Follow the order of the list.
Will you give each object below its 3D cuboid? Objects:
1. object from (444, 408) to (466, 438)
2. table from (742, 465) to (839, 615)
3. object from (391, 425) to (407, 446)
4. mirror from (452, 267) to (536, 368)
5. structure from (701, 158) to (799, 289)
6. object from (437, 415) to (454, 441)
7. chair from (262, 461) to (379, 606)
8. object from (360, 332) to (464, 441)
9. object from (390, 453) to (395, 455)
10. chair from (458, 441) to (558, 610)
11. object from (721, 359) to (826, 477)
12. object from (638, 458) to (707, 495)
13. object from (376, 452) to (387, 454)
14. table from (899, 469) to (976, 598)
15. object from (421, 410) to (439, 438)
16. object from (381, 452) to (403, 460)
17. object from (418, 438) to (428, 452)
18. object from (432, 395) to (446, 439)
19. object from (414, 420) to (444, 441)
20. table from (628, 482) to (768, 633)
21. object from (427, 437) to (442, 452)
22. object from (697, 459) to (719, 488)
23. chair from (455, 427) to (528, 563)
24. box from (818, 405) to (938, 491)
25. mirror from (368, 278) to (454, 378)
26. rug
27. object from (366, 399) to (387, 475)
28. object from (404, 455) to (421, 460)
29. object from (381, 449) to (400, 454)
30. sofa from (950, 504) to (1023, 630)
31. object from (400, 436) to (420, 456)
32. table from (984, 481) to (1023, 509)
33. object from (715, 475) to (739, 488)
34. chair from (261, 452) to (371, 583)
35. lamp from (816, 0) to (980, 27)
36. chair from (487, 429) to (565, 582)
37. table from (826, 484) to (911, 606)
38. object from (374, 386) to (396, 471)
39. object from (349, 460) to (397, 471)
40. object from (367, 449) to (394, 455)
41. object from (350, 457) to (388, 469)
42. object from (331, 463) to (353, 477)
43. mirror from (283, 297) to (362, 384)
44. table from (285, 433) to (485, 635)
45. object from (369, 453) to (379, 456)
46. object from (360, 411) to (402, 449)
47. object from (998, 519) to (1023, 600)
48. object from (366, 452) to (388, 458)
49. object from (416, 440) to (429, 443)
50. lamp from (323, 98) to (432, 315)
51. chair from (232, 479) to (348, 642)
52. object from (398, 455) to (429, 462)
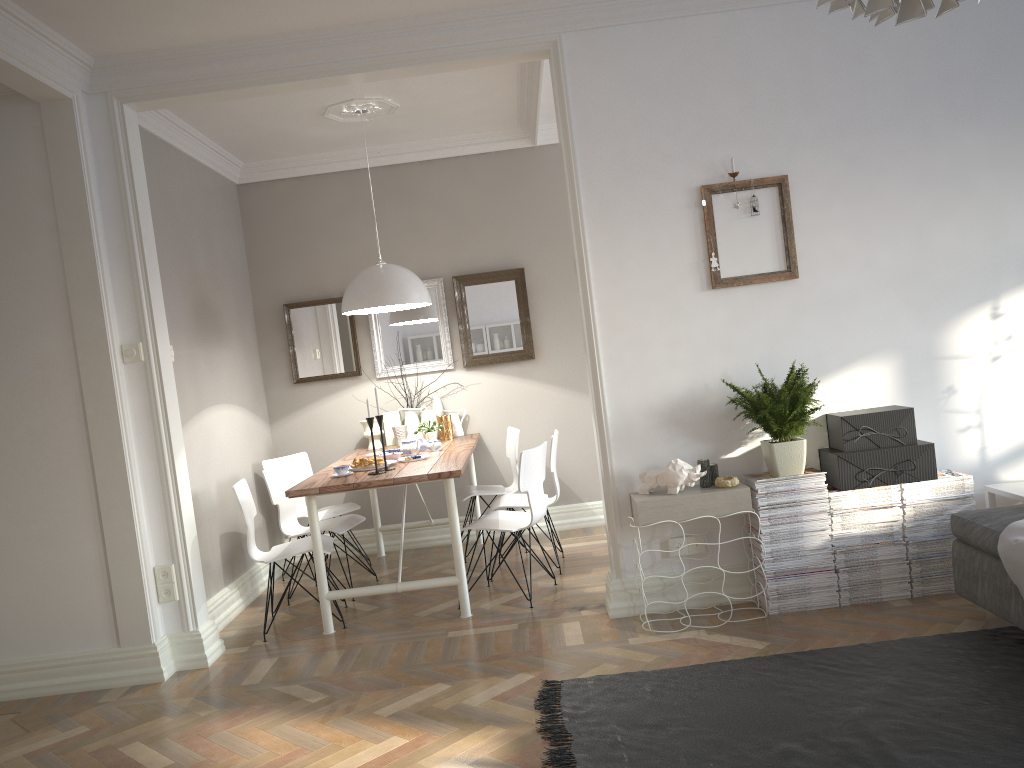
[{"bbox_3d":[-0.394,0.269,6.137,0.116,0.194,0.135,-6,3,31],"label":"object"},{"bbox_3d":[1.236,0.686,3.942,0.321,0.597,0.246,-7,3,1],"label":"table"},{"bbox_3d":[-0.754,0.350,6.007,0.094,0.132,0.097,-9,3,-33],"label":"object"},{"bbox_3d":[-0.125,-0.458,6.156,0.503,0.637,0.049,-7,3,1],"label":"mirror"},{"bbox_3d":[1.068,-0.740,4.008,0.398,0.575,0.053,-7,3,-2],"label":"structure"},{"bbox_3d":[-0.449,0.296,6.002,0.095,0.163,0.095,-5,3,41],"label":"object"},{"bbox_3d":[-1.127,0.847,5.217,0.479,0.786,0.431,-7,3,11],"label":"chair"},{"bbox_3d":[-0.660,0.010,6.028,0.697,0.782,0.352,-8,3,-17],"label":"object"},{"bbox_3d":[-0.688,0.418,5.074,0.084,0.039,0.082,-8,2,-34],"label":"object"},{"bbox_3d":[-0.035,0.729,4.647,0.479,0.786,0.431,-6,3,21],"label":"chair"},{"bbox_3d":[1.168,0.159,3.883,0.438,0.527,0.368,-7,2,1],"label":"object"},{"bbox_3d":[0.699,0.402,3.884,0.311,0.150,0.137,-6,3,31],"label":"object"},{"bbox_3d":[-0.771,0.405,5.222,0.020,0.003,0.194,-8,2,-32],"label":"object"},{"bbox_3d":[1.860,0.657,3.936,0.327,0.499,0.246,-7,3,1],"label":"table"},{"bbox_3d":[-0.559,0.285,6.041,0.114,0.209,0.112,-7,3,1],"label":"object"},{"bbox_3d":[-0.686,0.419,5.075,0.129,0.038,0.129,-7,2,1],"label":"object"},{"bbox_3d":[-0.544,0.367,5.368,0.072,0.086,0.086,-9,3,-34],"label":"object"},{"bbox_3d":[-0.510,0.229,6.158,0.091,0.301,0.091,-5,4,44],"label":"object"},{"bbox_3d":[-0.540,0.314,5.830,0.169,0.162,0.177,-5,3,42],"label":"object"},{"bbox_3d":[0.809,0.752,3.912,0.553,0.576,0.298,-7,3,2],"label":"table"},{"bbox_3d":[-0.467,0.360,5.305,0.090,0.086,0.090,-9,3,-44],"label":"object"},{"bbox_3d":[0.870,0.386,3.943,0.062,0.134,0.123,-5,3,42],"label":"object"},{"bbox_3d":[-0.151,0.706,5.805,0.479,0.786,0.431,-8,3,-9],"label":"chair"},{"bbox_3d":[1.612,0.277,3.918,0.419,0.316,0.298,-7,2,1],"label":"box"},{"bbox_3d":[-0.713,-0.388,6.174,0.544,0.633,0.047,-7,3,1],"label":"mirror"},{"bbox_3d":[1.121,1.044,2.377,2.111,0.055,2.014,-7,2,1],"label":"rug"},{"bbox_3d":[-0.709,0.260,4.497,0.095,0.397,0.095,-7,3,-4],"label":"object"},{"bbox_3d":[-0.545,0.414,4.945,0.100,0.025,0.066,-8,2,-22],"label":"object"},{"bbox_3d":[-0.748,0.420,5.435,0.194,0.022,0.201,-6,2,21],"label":"object"},{"bbox_3d":[2.486,0.527,2.232,1.555,0.773,2.630,-7,2,1],"label":"sofa"},{"bbox_3d":[-0.602,0.363,5.233,0.143,0.119,0.124,-7,2,5],"label":"object"},{"bbox_3d":[2.377,0.644,3.813,0.437,0.412,0.422,-7,2,1],"label":"table"},{"bbox_3d":[0.938,0.425,3.863,0.099,0.046,0.104,-9,3,-43],"label":"object"},{"bbox_3d":[-1.280,0.848,5.785,0.479,0.786,0.431,-6,3,32],"label":"chair"},{"bbox_3d":[0.593,-1.126,1.362,0.354,1.066,0.354,-5,4,43],"label":"lamp"},{"bbox_3d":[0.082,0.697,5.201,0.479,0.786,0.431,-7,3,6],"label":"chair"},{"bbox_3d":[1.548,0.696,3.940,0.327,0.499,0.246,-7,3,1],"label":"table"},{"bbox_3d":[-0.680,0.227,4.600,0.095,0.449,0.095,-7,3,-4],"label":"object"},{"bbox_3d":[-0.767,0.446,4.827,0.287,0.020,0.287,-8,2,-12],"label":"object"},{"bbox_3d":[-0.744,0.424,5.432,0.287,0.020,0.287,-8,2,-27],"label":"object"},{"bbox_3d":[-0.792,0.424,4.815,0.197,0.063,0.188,-8,2,-29],"label":"object"},{"bbox_3d":[-0.875,0.449,4.596,0.137,0.056,0.116,-6,2,31],"label":"object"},{"bbox_3d":[-1.319,-0.305,6.180,0.474,0.558,0.051,-7,3,1],"label":"mirror"},{"bbox_3d":[-0.611,0.801,5.251,0.853,0.750,1.985,-7,2,1],"label":"table"},{"bbox_3d":[-0.800,0.426,5.215,0.073,0.037,0.057,-6,3,39],"label":"object"},{"bbox_3d":[-0.896,0.316,6.086,0.173,0.228,0.310,-5,3,44],"label":"object"},{"bbox_3d":[2.070,0.667,2.848,0.725,0.437,0.811,-7,2,-1],"label":"object"},{"bbox_3d":[-0.791,0.428,5.207,0.129,0.038,0.129,-7,2,6],"label":"object"},{"bbox_3d":[-0.558,0.379,5.535,0.116,0.056,0.116,-8,2,-27],"label":"object"},{"bbox_3d":[-0.808,-1.027,5.189,0.530,1.183,0.529,-7,3,8],"label":"lamp"},{"bbox_3d":[-1.147,0.869,4.616,0.479,0.786,0.431,-8,3,-9],"label":"chair"},{"bbox_3d":[-0.550,0.418,4.955,0.179,0.014,0.180,-8,2,-34],"label":"object"}]
